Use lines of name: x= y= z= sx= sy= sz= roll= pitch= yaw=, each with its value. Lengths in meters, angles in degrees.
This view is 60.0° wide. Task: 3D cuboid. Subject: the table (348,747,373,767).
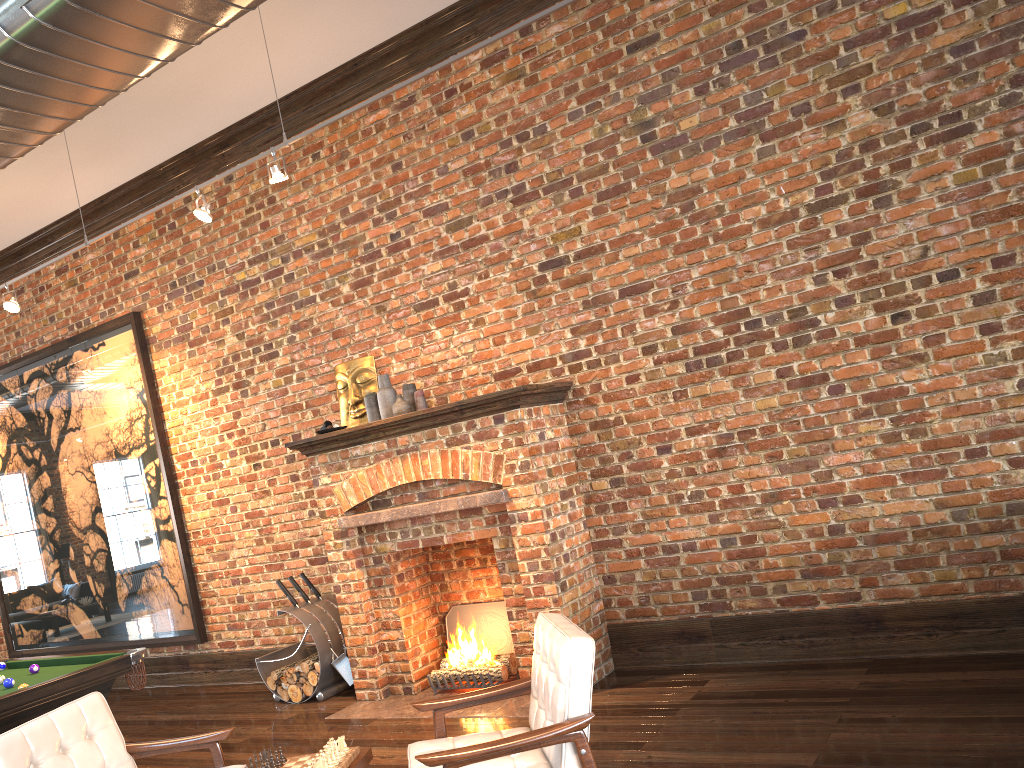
table: x=-0.757 y=1.721 z=3.322 sx=0.464 sy=0.494 sz=0.516 roll=-12 pitch=-2 yaw=7

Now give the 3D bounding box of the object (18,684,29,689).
object: x=-2.541 y=1.590 z=4.618 sx=0.057 sy=0.057 sz=0.057 roll=-10 pitch=-2 yaw=-40

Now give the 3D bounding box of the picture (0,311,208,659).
picture: x=-4.362 y=1.161 z=8.721 sx=3.226 sy=3.002 sz=0.079 roll=-13 pitch=0 yaw=32

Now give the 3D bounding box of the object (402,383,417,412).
object: x=-0.706 y=0.116 z=6.233 sx=0.119 sy=0.242 sz=0.121 roll=-11 pitch=0 yaw=-39

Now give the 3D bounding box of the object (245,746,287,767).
object: x=-0.949 y=1.436 z=3.342 sx=0.076 sy=0.100 sz=0.334 roll=-11 pitch=-4 yaw=6

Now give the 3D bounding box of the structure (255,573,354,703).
structure: x=-1.501 y=1.907 z=6.782 sx=0.934 sy=0.919 sz=0.534 roll=-13 pitch=-1 yaw=32

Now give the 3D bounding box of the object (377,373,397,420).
object: x=-0.883 y=0.103 z=6.303 sx=0.144 sy=0.350 sz=0.146 roll=-11 pitch=0 yaw=-22

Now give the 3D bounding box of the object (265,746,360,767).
object: x=-0.811 y=1.470 z=3.327 sx=0.389 sy=0.028 sz=0.388 roll=-12 pitch=-4 yaw=7

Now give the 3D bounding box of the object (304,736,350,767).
object: x=-0.697 y=1.383 z=3.310 sx=0.076 sy=0.100 sz=0.334 roll=-11 pitch=-4 yaw=6

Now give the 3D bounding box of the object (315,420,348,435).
object: x=-1.282 y=0.307 z=6.285 sx=0.239 sy=0.105 sz=0.235 roll=-14 pitch=-5 yaw=42

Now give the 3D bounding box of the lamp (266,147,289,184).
lamp: x=-1.391 y=-1.288 z=5.228 sx=0.117 sy=0.213 sz=0.117 roll=-11 pitch=-1 yaw=-17

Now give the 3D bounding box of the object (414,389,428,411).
object: x=-0.630 y=0.126 z=6.123 sx=0.081 sy=0.178 sz=0.082 roll=-11 pitch=0 yaw=-16

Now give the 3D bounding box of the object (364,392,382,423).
object: x=-0.992 y=0.182 z=6.387 sx=0.117 sy=0.249 sz=0.118 roll=-11 pitch=0 yaw=-11

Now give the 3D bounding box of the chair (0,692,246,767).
chair: x=-1.550 y=1.713 z=3.581 sx=0.744 sy=0.865 sz=0.766 roll=-12 pitch=-2 yaw=12

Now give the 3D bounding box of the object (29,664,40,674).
object: x=-2.859 y=1.705 z=5.308 sx=0.057 sy=0.057 sz=0.057 roll=-10 pitch=-2 yaw=-36

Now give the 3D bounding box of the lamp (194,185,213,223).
lamp: x=-1.963 y=-1.136 z=5.594 sx=0.114 sy=0.230 sz=0.114 roll=-11 pitch=0 yaw=6

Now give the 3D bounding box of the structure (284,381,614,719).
structure: x=-0.481 y=1.141 z=5.902 sx=2.015 sy=1.907 sz=0.880 roll=-13 pitch=-1 yaw=32

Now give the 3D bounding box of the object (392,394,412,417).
object: x=-0.760 y=0.154 z=6.094 sx=0.135 sy=0.169 sz=0.137 roll=-11 pitch=-1 yaw=-16

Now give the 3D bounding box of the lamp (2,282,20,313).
lamp: x=-3.854 y=-0.666 z=6.806 sx=0.113 sy=0.230 sz=0.115 roll=-11 pitch=0 yaw=-29

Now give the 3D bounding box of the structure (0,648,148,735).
structure: x=-3.618 y=2.259 z=5.251 sx=2.979 sy=0.851 sz=1.543 roll=-14 pitch=-4 yaw=32

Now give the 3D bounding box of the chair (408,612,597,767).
chair: x=-0.032 y=1.392 z=3.365 sx=0.740 sy=0.865 sz=0.771 roll=-11 pitch=-1 yaw=-8

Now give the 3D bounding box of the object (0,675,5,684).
object: x=-2.975 y=1.717 z=5.151 sx=0.056 sy=0.057 sz=0.057 roll=-11 pitch=-2 yaw=-19

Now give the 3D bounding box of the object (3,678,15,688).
object: x=-2.802 y=1.666 z=4.940 sx=0.057 sy=0.057 sz=0.056 roll=-13 pitch=-2 yaw=36

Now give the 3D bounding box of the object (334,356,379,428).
object: x=-1.169 y=0.090 z=6.617 sx=0.412 sy=0.536 sz=0.124 roll=-12 pitch=0 yaw=32
